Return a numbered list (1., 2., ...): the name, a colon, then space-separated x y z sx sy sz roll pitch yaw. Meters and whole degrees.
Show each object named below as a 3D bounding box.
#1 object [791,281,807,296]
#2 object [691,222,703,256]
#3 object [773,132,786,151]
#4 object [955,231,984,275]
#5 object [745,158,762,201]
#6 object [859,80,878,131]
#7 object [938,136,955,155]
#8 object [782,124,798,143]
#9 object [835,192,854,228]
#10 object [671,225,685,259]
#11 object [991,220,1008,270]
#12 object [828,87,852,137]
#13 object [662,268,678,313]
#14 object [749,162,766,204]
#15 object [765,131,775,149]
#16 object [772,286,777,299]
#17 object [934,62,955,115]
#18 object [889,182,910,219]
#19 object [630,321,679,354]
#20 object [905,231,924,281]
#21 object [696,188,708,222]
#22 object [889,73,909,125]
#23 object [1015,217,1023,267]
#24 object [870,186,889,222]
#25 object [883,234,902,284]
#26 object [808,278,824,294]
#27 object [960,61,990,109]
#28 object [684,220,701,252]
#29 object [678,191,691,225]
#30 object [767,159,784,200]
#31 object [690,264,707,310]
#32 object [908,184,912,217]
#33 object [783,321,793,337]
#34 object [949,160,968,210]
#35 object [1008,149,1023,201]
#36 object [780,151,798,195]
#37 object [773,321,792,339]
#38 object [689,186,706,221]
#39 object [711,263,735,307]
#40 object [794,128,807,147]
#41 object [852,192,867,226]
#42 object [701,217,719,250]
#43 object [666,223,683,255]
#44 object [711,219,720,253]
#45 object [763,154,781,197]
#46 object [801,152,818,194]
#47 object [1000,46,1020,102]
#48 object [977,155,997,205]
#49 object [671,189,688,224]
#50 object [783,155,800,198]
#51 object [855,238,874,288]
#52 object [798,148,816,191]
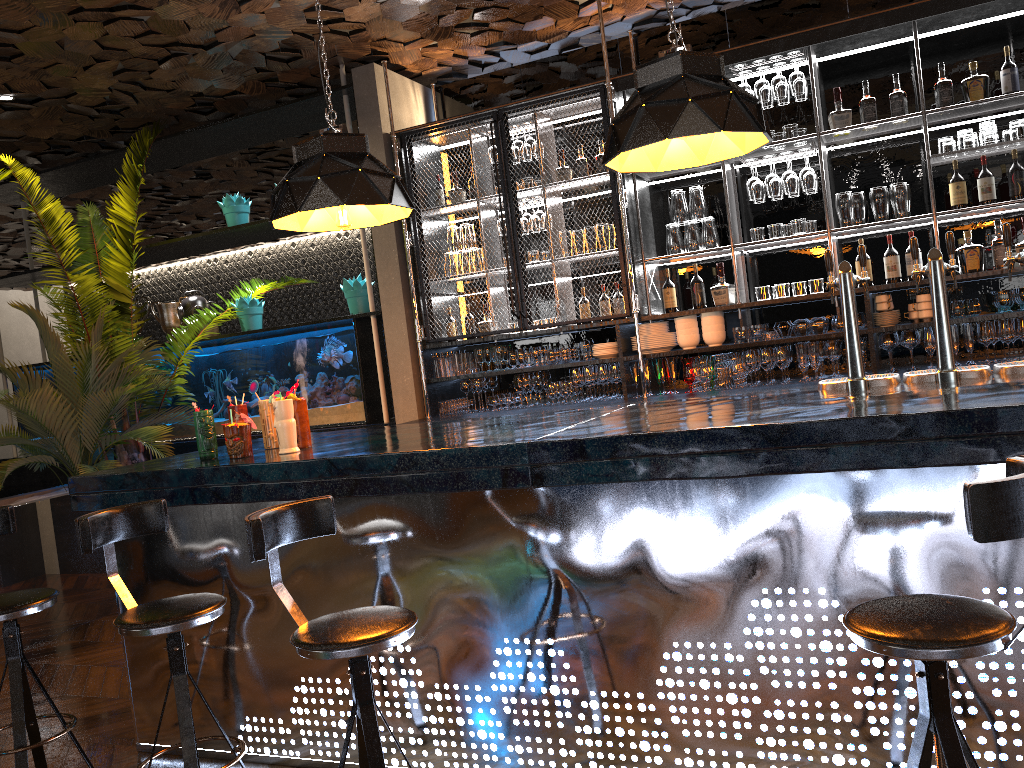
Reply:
1. object: 1.779 -0.584 5.488 0.089 0.092 0.089 -6 2 35
2. object: 1.192 -0.950 5.799 0.105 0.209 0.105 -8 2 -21
3. object: 1.665 -1.514 5.540 0.089 0.092 0.089 -6 2 35
4. object: 2.621 -0.751 5.078 0.151 0.248 0.094 -6 2 13
5. object: 1.480 -1.253 5.436 0.092 0.244 0.092 -7 2 -15
6. object: 2.097 -1.645 5.231 0.083 0.282 0.083 -7 2 9
7. object: 2.461 -1.348 5.027 0.089 0.092 0.089 -9 2 -40
8. object: 1.681 -1.509 5.345 0.089 0.092 0.089 -7 2 -8
9. object: 1.981 -1.029 5.268 0.105 0.209 0.105 -8 2 -21
10. object: 1.084 -0.939 5.856 0.105 0.209 0.105 -8 2 -21
11. object: 2.759 -0.784 5.015 0.083 0.282 0.083 -6 2 24
12. object: 1.955 -1.628 5.297 0.123 0.279 0.123 -7 2 13
13. object: 1.029 -0.607 5.798 0.086 0.299 0.086 -8 2 -17
14. object: 1.547 -1.266 5.587 0.092 0.244 0.092 -7 2 -15
15. object: 1.571 -1.499 5.449 0.089 0.092 0.089 -7 2 -8
16. object: 1.695 -0.578 5.619 0.089 0.092 0.089 -7 2 -4
17. object: 2.464 -1.691 5.066 0.083 0.282 0.083 -7 2 9
18. object: 2.254 -1.058 5.149 0.105 0.209 0.105 -8 2 -21
19. object: 0.923 -0.301 5.760 0.306 0.195 0.300 -6 2 25
20. object: 2.356 -0.749 5.204 0.086 0.298 0.086 -8 2 -17
21. object: 1.215 -1.162 5.759 0.105 0.209 0.105 -8 2 -21
22. object: 2.248 -1.661 5.164 0.083 0.282 0.083 -5 2 39
23. object: 2.879 -0.794 4.947 0.123 0.279 0.123 -5 2 38
24. object: 2.165 -1.050 5.215 0.105 0.209 0.105 -8 2 -21
25. object: 2.258 -0.740 5.274 0.086 0.298 0.086 -8 2 -17
26. object: 1.850 -0.589 5.388 0.089 0.092 0.089 -6 2 35
27. object: 2.612 -1.689 5.001 0.151 0.248 0.094 -6 2 28
28. object: 1.155 -0.942 5.697 0.105 0.209 0.105 -8 2 -21
29. object: 1.113 -1.152 5.818 0.105 0.209 0.105 -8 2 -21
30. object: 1.646 -1.277 5.542 0.092 0.244 0.092 -7 2 -15
31. object: 1.190 -0.624 5.691 0.086 0.297 0.086 -8 2 -32
32. object: 2.308 -1.068 5.242 0.105 0.209 0.105 -8 2 -21
33. object: 1.706 -0.341 5.527 0.109 0.100 0.109 -7 2 7
34. object: 2.553 -1.134 5.082 0.086 0.299 0.086 -8 2 -17
35. object: 2.822 -1.164 4.958 0.086 0.297 0.086 -8 2 -17
36. object: 1.670 -1.273 5.351 0.092 0.244 0.092 -7 2 -15
37. object: 1.642 -0.328 5.382 0.109 0.100 0.109 -7 2 7
38. object: 1.183 -1.156 5.674 0.105 0.209 0.105 -8 2 -21
39. object: 1.338 -0.629 5.638 0.123 0.279 0.123 -5 2 38
40. object: 1.783 -1.527 5.500 0.089 0.092 0.089 -7 2 -8
41. object: 2.085 -1.044 5.347 0.105 0.209 0.105 -8 2 -21
42. object: 1.255 -0.953 5.639 0.105 0.209 0.105 -8 2 -21
43. object: 1.047 -0.931 5.745 0.105 0.209 0.105 -8 2 -21
44. object: 1.287 -0.960 5.745 0.105 0.209 0.105 -8 2 -21
45. object: 1.580 -1.264 5.392 0.092 0.244 0.092 -7 2 -15
46. object: 1.831 -1.296 5.459 0.092 0.244 0.092 -7 2 -15
47. object: 2.770 -1.731 4.943 0.086 0.298 0.086 -8 2 -17
48. object: 2.696 -1.152 5.046 0.086 0.298 0.086 -8 2 -17
49. object: 1.073 -1.144 5.713 0.105 0.209 0.105 -8 2 -21
50. object: 1.736 -1.286 5.502 0.092 0.244 0.092 -7 2 -15
51. object: 2.105 -0.721 5.315 0.086 0.299 0.086 -8 2 -17
52. object: 1.764 -1.283 5.309 0.092 0.244 0.092 -7 2 -15
